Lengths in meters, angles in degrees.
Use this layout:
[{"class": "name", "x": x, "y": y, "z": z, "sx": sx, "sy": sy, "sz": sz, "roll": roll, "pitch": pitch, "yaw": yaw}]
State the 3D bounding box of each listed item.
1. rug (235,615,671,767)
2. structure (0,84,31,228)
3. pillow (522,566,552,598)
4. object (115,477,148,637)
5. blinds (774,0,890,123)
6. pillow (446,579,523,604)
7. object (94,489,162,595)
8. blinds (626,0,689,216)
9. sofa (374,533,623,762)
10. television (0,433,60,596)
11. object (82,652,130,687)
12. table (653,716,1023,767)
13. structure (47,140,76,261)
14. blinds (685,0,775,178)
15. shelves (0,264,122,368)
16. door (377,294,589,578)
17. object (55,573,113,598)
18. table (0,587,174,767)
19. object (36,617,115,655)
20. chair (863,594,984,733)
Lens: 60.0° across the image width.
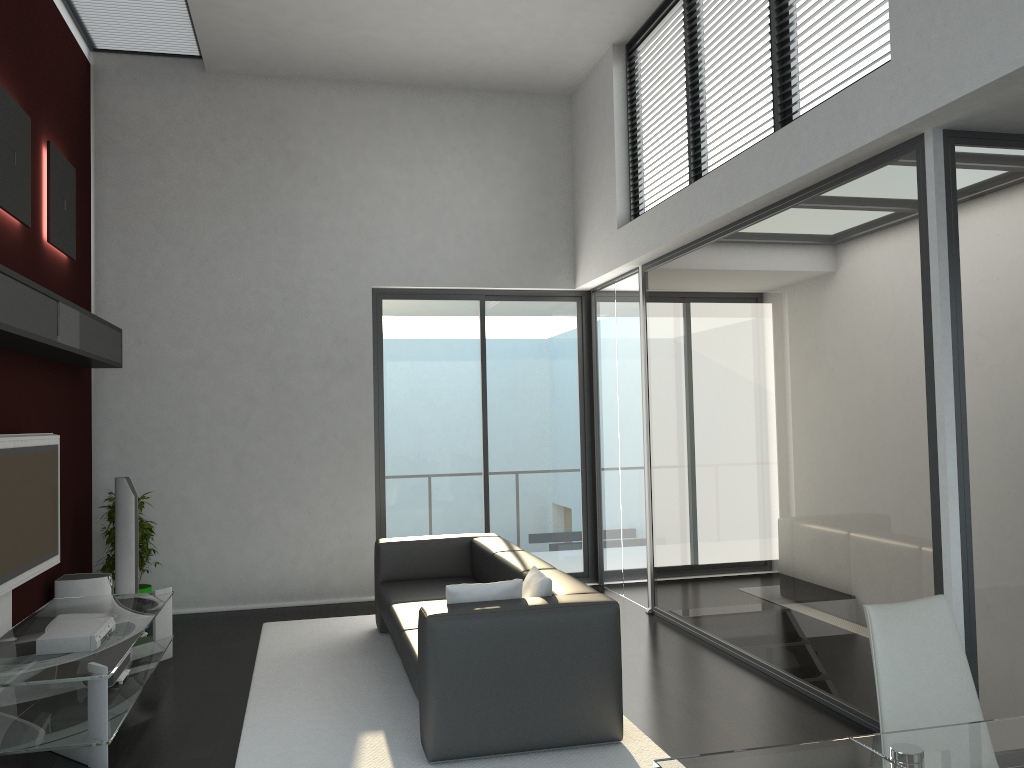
[{"class": "rug", "x": -0.569, "y": 1.734, "z": 5.211, "sx": 1.875, "sy": 0.009, "sz": 3.695, "roll": -1, "pitch": -2, "yaw": -13}, {"class": "structure", "x": -2.886, "y": -1.304, "z": 5.083, "sx": 0.055, "sy": 0.676, "sz": 0.678, "roll": -1, "pitch": -2, "yaw": -13}, {"class": "pillow", "x": 0.098, "y": 1.120, "z": 4.432, "sx": 0.169, "sy": 0.361, "sz": 0.376, "roll": -1, "pitch": -2, "yaw": -12}, {"class": "object", "x": -2.758, "y": 1.239, "z": 6.348, "sx": 0.215, "sy": 1.141, "sz": 0.228, "roll": -1, "pitch": -2, "yaw": 2}, {"class": "blinds", "x": 1.593, "y": -2.096, "z": 4.378, "sx": 0.048, "sy": 1.372, "sz": 1.076, "roll": -1, "pitch": -2, "yaw": -13}, {"class": "pillow", "x": -0.140, "y": 1.120, "z": 4.273, "sx": 0.376, "sy": 0.358, "sz": 0.186, "roll": -1, "pitch": -2, "yaw": -12}, {"class": "object", "x": -2.943, "y": 1.322, "z": 6.775, "sx": 0.507, "sy": 1.068, "sz": 0.599, "roll": 0, "pitch": -3, "yaw": -29}, {"class": "blinds", "x": 1.075, "y": -1.995, "z": 6.555, "sx": 0.048, "sy": 1.372, "sz": 1.076, "roll": -1, "pitch": -2, "yaw": -13}, {"class": "sofa", "x": -0.248, "y": 1.388, "z": 5.316, "sx": 0.943, "sy": 0.652, "sz": 2.781, "roll": -1, "pitch": -2, "yaw": -13}, {"class": "television", "x": -2.659, "y": 0.673, "z": 4.756, "sx": 0.099, "sy": 0.807, "sz": 1.436, "roll": -1, "pitch": -2, "yaw": -13}, {"class": "object", "x": -2.204, "y": 1.557, "z": 4.848, "sx": 0.182, "sy": 0.090, "sz": 0.470, "roll": -1, "pitch": -2, "yaw": -13}, {"class": "table", "x": 1.758, "y": 1.173, "z": 1.843, "sx": 2.720, "sy": 0.731, "sz": 0.940, "roll": -1, "pitch": -2, "yaw": -13}, {"class": "structure", "x": -3.142, "y": -1.254, "z": 6.159, "sx": 0.055, "sy": 0.676, "sz": 0.678, "roll": -1, "pitch": -2, "yaw": -13}, {"class": "blinds", "x": 1.334, "y": -2.045, "z": 5.466, "sx": 0.048, "sy": 1.372, "sz": 1.076, "roll": -1, "pitch": -2, "yaw": -13}, {"class": "shelves", "x": -2.346, "y": -0.429, "z": 3.409, "sx": 0.305, "sy": 0.301, "sz": 6.988, "roll": -1, "pitch": -2, "yaw": -13}, {"class": "door", "x": -0.245, "y": 0.493, "z": 8.005, "sx": 1.900, "sy": 2.600, "sz": 0.050, "roll": -1, "pitch": -2, "yaw": -13}, {"class": "object", "x": -2.851, "y": 1.549, "z": 5.939, "sx": 0.323, "sy": 0.518, "sz": 0.286, "roll": -1, "pitch": -2, "yaw": -13}, {"class": "table", "x": -2.389, "y": 1.216, "z": 4.820, "sx": 0.771, "sy": 1.093, "sz": 2.046, "roll": -1, "pitch": -2, "yaw": -13}, {"class": "object", "x": -2.214, "y": 1.280, "z": 4.523, "sx": 0.273, "sy": 0.073, "sz": 0.439, "roll": -1, "pitch": -2, "yaw": -13}, {"class": "chair", "x": 1.262, "y": 1.091, "z": 2.293, "sx": 0.471, "sy": 0.959, "sz": 0.612, "roll": 0, "pitch": -3, "yaw": -23}]
